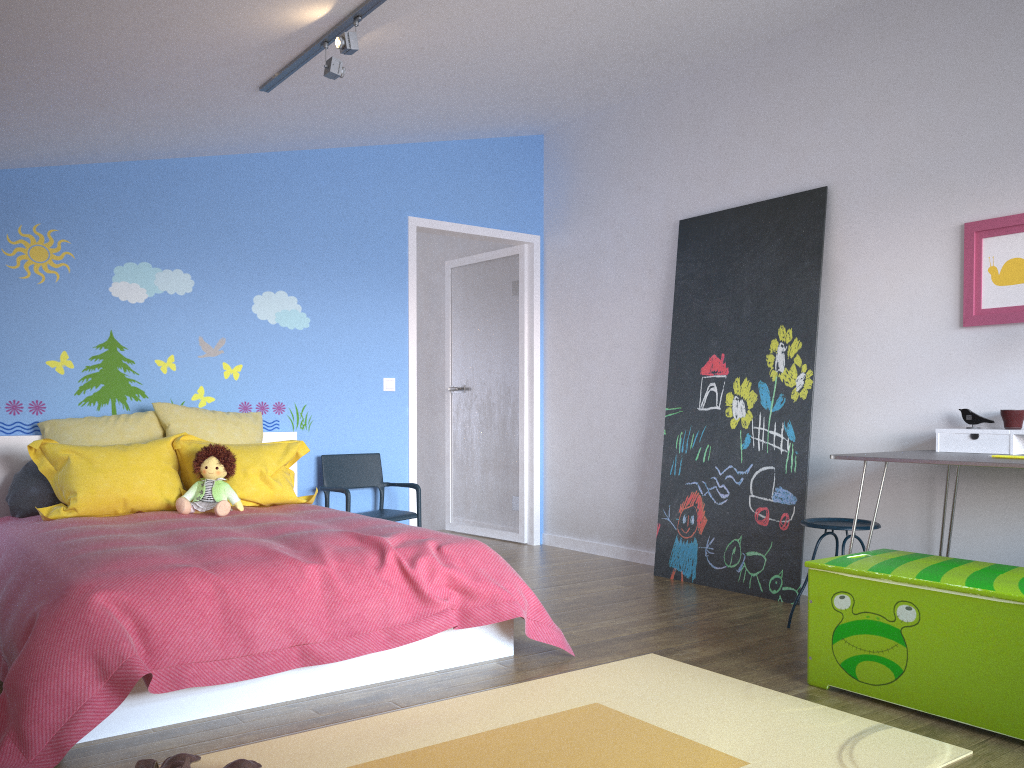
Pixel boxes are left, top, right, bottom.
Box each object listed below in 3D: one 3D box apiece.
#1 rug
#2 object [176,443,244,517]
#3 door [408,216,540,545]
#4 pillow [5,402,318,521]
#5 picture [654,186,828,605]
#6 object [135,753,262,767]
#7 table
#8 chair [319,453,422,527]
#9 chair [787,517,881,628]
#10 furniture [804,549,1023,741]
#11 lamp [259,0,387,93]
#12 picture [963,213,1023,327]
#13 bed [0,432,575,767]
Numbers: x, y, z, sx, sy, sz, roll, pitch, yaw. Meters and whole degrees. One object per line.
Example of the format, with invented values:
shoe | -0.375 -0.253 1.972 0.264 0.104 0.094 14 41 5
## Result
rug | 0.000 0.987 2.218 2.200 0.006 1.200 1 -2 -36
object | -1.359 0.437 3.981 0.286 0.342 0.251 0 0 -2
door | -0.518 0.051 6.194 1.032 2.131 0.998 -1 1 -36
pillow | -1.650 0.351 4.260 1.345 0.532 0.679 1 -1 -35
picture | 1.163 0.062 4.634 0.207 2.021 0.957 -1 1 -36
object | -0.883 0.904 1.990 0.399 0.111 0.605 0 -2 13
table | 1.920 0.644 3.136 0.807 0.759 1.335 0 -1 -36
chair | -0.834 0.745 5.087 0.512 0.675 0.416 0 0 -40
chair | 1.393 0.816 3.767 0.364 0.462 0.325 0 0 -36
furniture | 1.413 0.799 2.793 0.481 0.419 0.813 0 -1 -36
lamp | -0.653 -1.171 3.151 0.123 0.143 1.204 0 -1 -33
picture | 2.270 -0.478 3.310 0.027 0.440 1.153 -1 -1 -36
bed | -1.170 0.633 3.647 1.926 0.812 2.317 1 -2 -36
